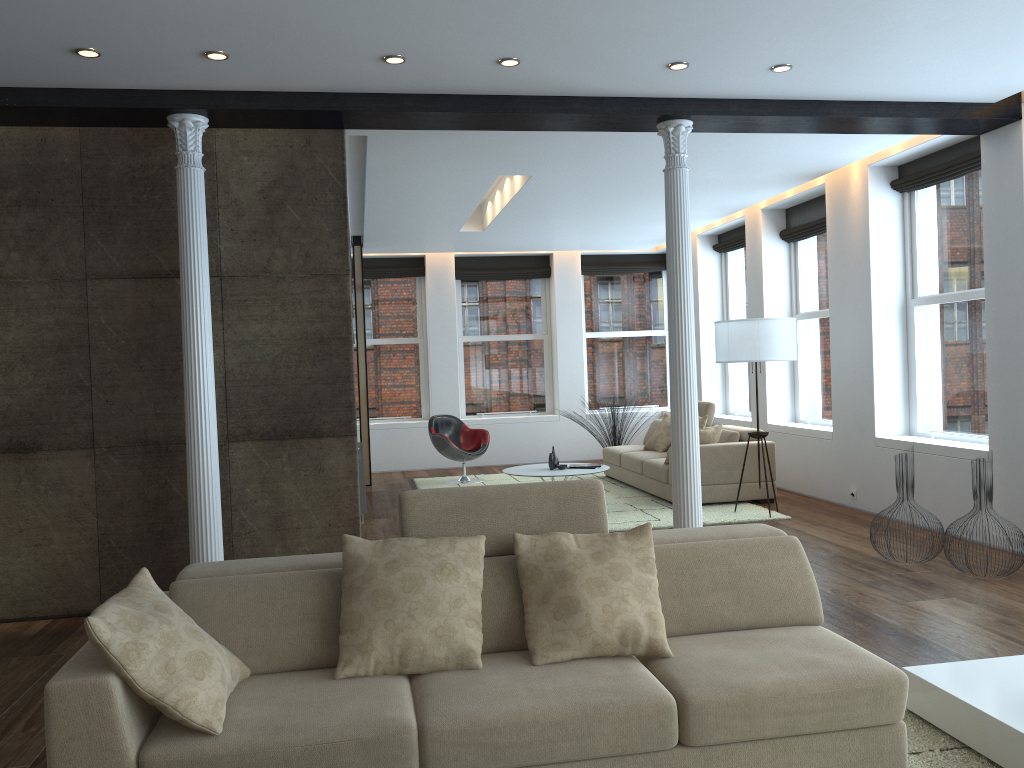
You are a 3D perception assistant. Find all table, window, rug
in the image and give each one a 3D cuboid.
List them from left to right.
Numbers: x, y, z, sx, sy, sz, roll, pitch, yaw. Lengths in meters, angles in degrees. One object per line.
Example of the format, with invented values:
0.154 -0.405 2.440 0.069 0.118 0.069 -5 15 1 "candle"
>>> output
-1.916 -0.575 12.591 1.420 2.400 0.123 -2 1 -10 "window"
-0.124 -0.647 12.900 1.420 2.400 0.123 -2 1 -10 "window"
0.425 1.004 8.442 1.022 0.393 1.022 -1 1 35 "table"
0.570 1.185 9.438 2.972 0.020 4.231 -2 1 -10 "rug"
1.696 -0.719 13.206 1.474 2.400 0.123 -2 1 -10 "window"
2.883 -0.717 10.783 0.123 2.400 1.444 -2 1 -10 "window"
0.582 1.329 1.878 4.231 0.020 2.972 -2 1 -10 "rug"
3.188 -0.694 9.015 0.123 2.400 1.345 -2 1 -10 "window"
3.540 -0.668 6.977 0.123 2.400 1.391 -2 1 -10 "window"
2.017 1.160 3.039 0.900 0.170 0.900 -2 1 -10 "table"

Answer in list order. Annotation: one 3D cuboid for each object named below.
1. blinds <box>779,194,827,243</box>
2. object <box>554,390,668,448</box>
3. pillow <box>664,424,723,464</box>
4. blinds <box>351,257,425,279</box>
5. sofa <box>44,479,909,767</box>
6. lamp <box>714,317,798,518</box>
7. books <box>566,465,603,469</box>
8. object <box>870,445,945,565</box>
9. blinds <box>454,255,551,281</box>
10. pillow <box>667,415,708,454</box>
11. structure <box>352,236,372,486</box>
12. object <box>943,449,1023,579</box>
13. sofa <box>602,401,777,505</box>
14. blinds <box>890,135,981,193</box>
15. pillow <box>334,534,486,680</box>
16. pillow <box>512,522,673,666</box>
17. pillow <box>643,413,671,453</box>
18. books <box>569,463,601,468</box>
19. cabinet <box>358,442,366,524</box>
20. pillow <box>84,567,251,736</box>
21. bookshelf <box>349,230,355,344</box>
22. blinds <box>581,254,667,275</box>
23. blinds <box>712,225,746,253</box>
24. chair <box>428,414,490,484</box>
3.089 -1.706 8.986 0.156 0.393 1.342 -2 1 -10 "blinds"
1.283 0.607 11.374 1.119 1.014 1.125 -3 1 -23 "object"
1.749 0.586 8.585 0.518 0.393 0.395 -2 1 -13 "pillow"
-1.934 -1.631 12.480 1.412 0.307 0.156 -2 1 -10 "blinds"
-0.083 0.865 3.091 2.581 0.950 1.021 -2 1 -10 "sofa"
2.172 0.299 7.837 0.698 1.728 0.698 -2 1 14 "lamp"
0.692 0.792 8.471 0.300 0.010 0.220 -2 1 25 "books"
2.628 0.797 5.918 0.458 0.781 0.458 -2 1 -11 "object"
-0.146 -1.674 12.788 1.422 0.363 0.156 -2 1 -10 "blinds"
1.853 0.545 9.374 0.301 0.439 0.534 -2 1 -13 "pillow"
-1.881 -0.277 11.108 0.120 3.059 0.600 -2 1 -10 "structure"
2.921 0.794 5.495 0.458 0.781 0.458 -2 1 -11 "object"
1.802 0.671 9.625 1.018 0.950 2.581 -2 1 -10 "sofa"
3.439 -1.739 6.947 0.156 0.275 1.396 -2 1 -10 "blinds"
-0.340 0.746 3.059 0.534 0.439 0.301 -2 1 -6 "pillow"
0.278 0.732 3.152 0.519 0.416 0.368 -2 1 -5 "pillow"
1.734 0.548 9.988 0.368 0.416 0.519 -2 1 -14 "pillow"
0.702 0.782 8.493 0.300 0.010 0.220 -2 1 5 "books"
-1.730 0.982 9.056 0.450 0.603 2.000 -2 1 -10 "cabinet"
-1.048 0.801 2.695 0.395 0.393 0.518 -2 1 -6 "pillow"
-1.709 -0.918 8.342 0.400 0.942 4.804 -2 1 -10 "bookshelf"
1.657 -1.772 13.098 1.442 0.312 0.155 -2 1 -10 "blinds"
2.782 -1.787 10.750 0.156 0.275 1.442 -2 1 -10 "blinds"
-0.642 0.786 10.889 0.810 0.818 0.669 -3 1 -30 "chair"
